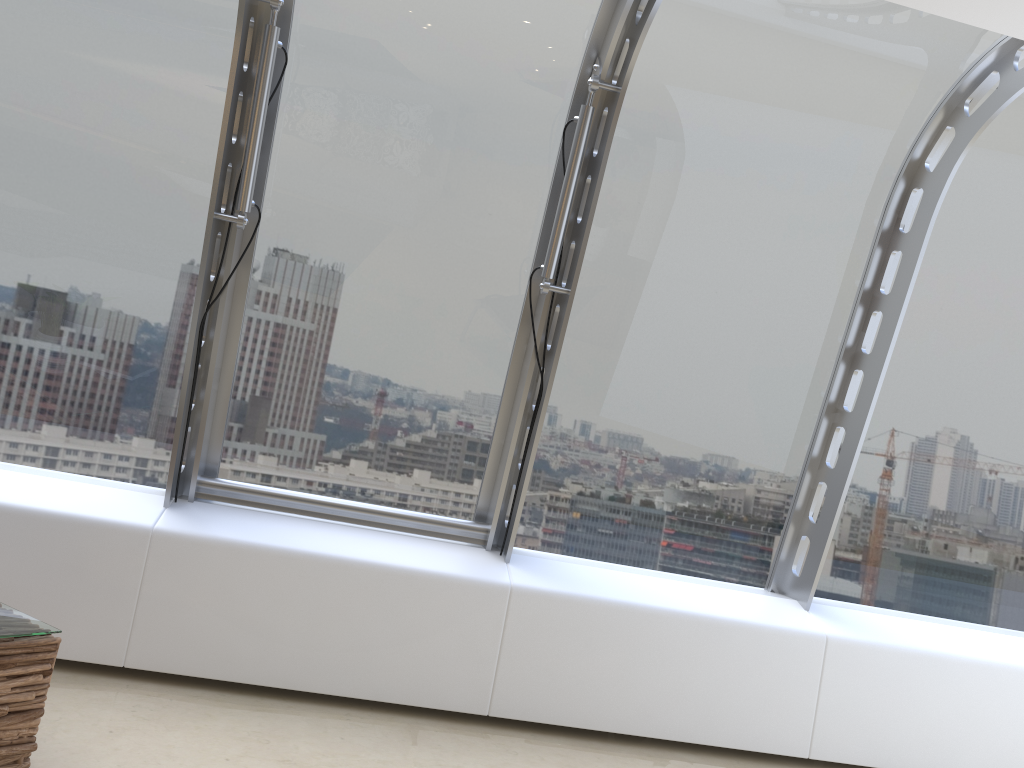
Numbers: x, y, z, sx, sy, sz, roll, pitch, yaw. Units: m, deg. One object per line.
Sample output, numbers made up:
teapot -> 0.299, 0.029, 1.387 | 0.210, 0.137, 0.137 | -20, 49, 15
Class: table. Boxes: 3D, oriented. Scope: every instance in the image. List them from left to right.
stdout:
table -> -2.031, 0.846, 2.537 | 0.923, 0.436, 1.007 | 8, -5, 33
